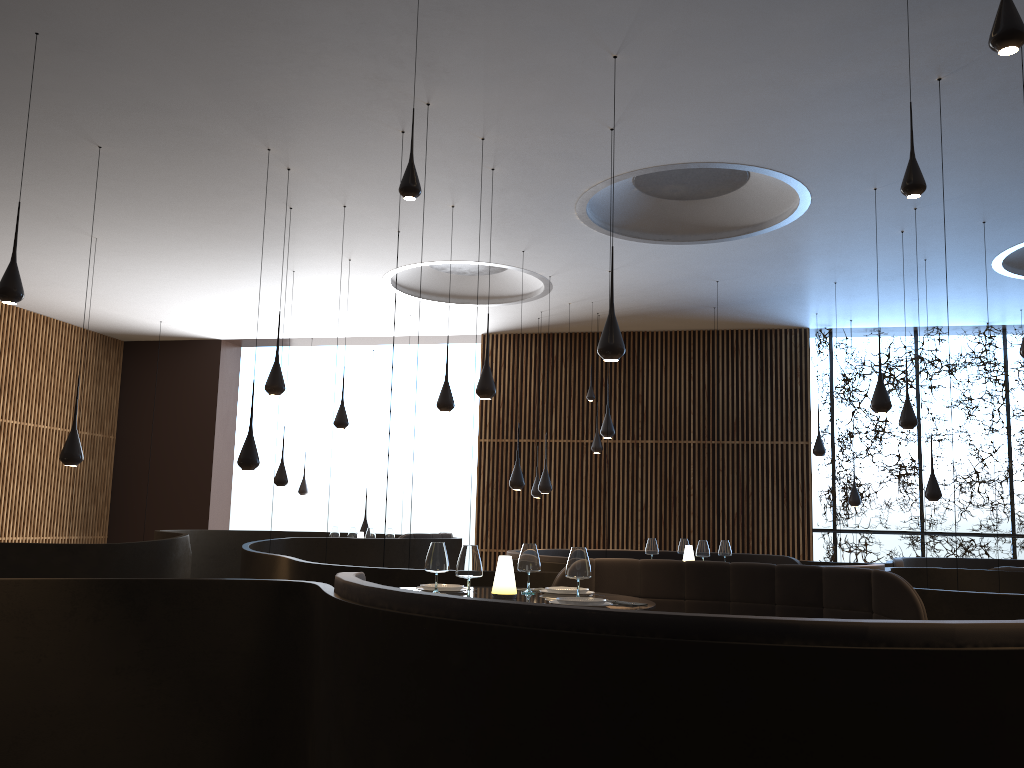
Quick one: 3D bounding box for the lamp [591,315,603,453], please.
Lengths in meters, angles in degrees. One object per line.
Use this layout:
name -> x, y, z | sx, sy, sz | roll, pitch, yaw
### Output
lamp -> 1.373, -0.006, 14.156 | 0.196, 2.216, 0.196 | -4, -9, 37

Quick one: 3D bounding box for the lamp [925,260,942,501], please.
lamp -> 5.055, -0.068, 10.739 | 0.196, 2.951, 0.196 | 1, -7, 7

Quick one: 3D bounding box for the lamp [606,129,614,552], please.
lamp -> 0.767, 0.928, 7.165 | 0.196, 6.255, 0.196 | 8, -10, -42

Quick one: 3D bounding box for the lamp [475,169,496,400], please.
lamp -> -0.213, -0.957, 8.354 | 0.196, 2.216, 0.196 | 1, -7, 7

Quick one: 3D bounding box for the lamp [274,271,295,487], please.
lamp -> -3.050, -0.090, 12.038 | 0.196, 2.951, 0.196 | 8, -10, -42

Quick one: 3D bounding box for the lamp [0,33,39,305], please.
lamp -> -3.012, -1.346, 5.464 | 0.153, 1.731, 0.153 | 5, -8, -22

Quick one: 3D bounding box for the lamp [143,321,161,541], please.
lamp -> -4.936, 2.239, 11.845 | 0.196, 6.255, 0.196 | -2, -8, 27

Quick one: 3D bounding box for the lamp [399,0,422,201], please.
lamp -> -0.571, -1.818, 5.226 | 0.133, 1.504, 0.133 | 1, -7, 7

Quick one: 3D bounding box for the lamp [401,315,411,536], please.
lamp -> -1.755, 1.962, 14.222 | 0.196, 6.255, 0.196 | 3, -8, -13

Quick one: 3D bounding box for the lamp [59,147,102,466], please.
lamp -> -3.867, -0.738, 8.042 | 0.196, 2.951, 0.196 | 8, -10, -42

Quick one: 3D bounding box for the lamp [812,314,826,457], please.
lamp -> 4.712, 0.008, 13.651 | 0.196, 2.216, 0.196 | 8, -10, -42

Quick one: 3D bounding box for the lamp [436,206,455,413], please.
lamp -> -0.665, -0.805, 9.382 | 0.196, 2.216, 0.196 | -1, -8, 17

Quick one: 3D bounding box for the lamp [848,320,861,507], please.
lamp -> 5.366, 0.445, 13.963 | 0.196, 2.951, 0.196 | 8, -10, -42

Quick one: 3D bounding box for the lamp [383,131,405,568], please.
lamp -> -1.037, 0.904, 7.329 | 0.196, 6.255, 0.196 | 2, -7, -3

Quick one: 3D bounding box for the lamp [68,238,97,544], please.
lamp -> -5.227, 1.004, 10.616 | 0.196, 6.255, 0.196 | -2, -8, 27

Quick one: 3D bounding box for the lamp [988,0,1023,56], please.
lamp -> 1.922, -2.020, 3.492 | 0.133, 1.504, 0.133 | 1, -7, 7

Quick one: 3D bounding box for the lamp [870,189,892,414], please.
lamp -> 3.543, -0.818, 8.576 | 0.196, 2.216, 0.196 | 8, -10, -42

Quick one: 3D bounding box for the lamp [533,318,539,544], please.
lamp -> 0.356, 2.017, 14.197 | 0.196, 6.255, 0.196 | -1, -8, 20

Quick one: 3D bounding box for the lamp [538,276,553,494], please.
lamp -> 0.480, -0.007, 11.945 | 0.196, 2.951, 0.196 | 6, -9, -32

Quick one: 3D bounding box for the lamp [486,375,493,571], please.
lamp -> -0.407, 2.729, 14.595 | 0.196, 6.255, 0.196 | 3, -8, -13

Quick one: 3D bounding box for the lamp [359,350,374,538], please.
lamp -> -2.211, 0.933, 13.713 | 0.196, 2.951, 0.196 | 6, -9, -32

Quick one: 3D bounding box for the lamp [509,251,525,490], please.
lamp -> 0.100, -0.189, 10.847 | 0.196, 2.951, 0.196 | 5, -8, -22

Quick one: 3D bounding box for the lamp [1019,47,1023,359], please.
lamp -> 3.428, -1.240, 5.878 | 0.196, 2.216, 0.196 | 8, -10, -42

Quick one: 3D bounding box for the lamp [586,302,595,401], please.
lamp -> 1.200, -0.493, 13.378 | 0.133, 1.504, 0.133 | 1, -7, 7

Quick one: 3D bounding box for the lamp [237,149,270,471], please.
lamp -> -2.283, -0.701, 7.994 | 0.196, 2.951, 0.196 | -1, -8, 17

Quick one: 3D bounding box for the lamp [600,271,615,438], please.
lamp -> 1.271, -0.396, 11.654 | 0.196, 2.216, 0.196 | 1, -7, 7

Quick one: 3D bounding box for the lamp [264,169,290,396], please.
lamp -> -2.202, -0.988, 8.484 | 0.196, 2.216, 0.196 | 8, -10, -42

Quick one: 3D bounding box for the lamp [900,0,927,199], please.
lamp -> 2.238, -1.780, 4.990 | 0.133, 1.504, 0.133 | 1, -7, 7

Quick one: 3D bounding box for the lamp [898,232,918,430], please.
lamp -> 4.341, -0.604, 9.782 | 0.196, 2.216, 0.196 | 8, -10, -42

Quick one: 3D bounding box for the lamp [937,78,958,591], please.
lamp -> 3.087, 0.838, 6.180 | 0.196, 6.255, 0.196 | 8, -10, -42

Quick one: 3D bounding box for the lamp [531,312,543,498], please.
lamp -> 0.429, 0.309, 13.972 | 0.196, 2.951, 0.196 | 2, -7, -3

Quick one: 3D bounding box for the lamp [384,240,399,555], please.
lamp -> -1.415, 1.313, 10.012 | 0.196, 6.255, 0.196 | -1, -8, 17

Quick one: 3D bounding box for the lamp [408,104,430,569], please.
lamp -> -0.767, 0.828, 6.801 | 0.196, 6.255, 0.196 | 2, -7, -3

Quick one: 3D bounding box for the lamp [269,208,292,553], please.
lamp -> -2.511, 1.174, 9.320 | 0.196, 6.255, 0.196 | 8, -10, -42

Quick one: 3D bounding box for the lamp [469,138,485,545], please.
lamp -> -0.343, 0.938, 7.425 | 0.196, 6.255, 0.196 | -4, -9, 37

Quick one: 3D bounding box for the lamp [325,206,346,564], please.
lamp -> -1.901, 1.175, 9.218 | 0.196, 6.255, 0.196 | -1, -8, 17

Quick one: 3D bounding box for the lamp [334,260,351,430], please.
lamp -> -2.152, -0.522, 11.456 | 0.196, 2.216, 0.196 | 8, -10, -42

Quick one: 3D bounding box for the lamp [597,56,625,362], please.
lamp -> 0.714, -1.260, 6.253 | 0.196, 2.216, 0.196 | 6, -9, -32

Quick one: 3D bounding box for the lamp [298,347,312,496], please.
lamp -> -3.831, 0.605, 16.622 | 0.196, 2.951, 0.196 | -4, -9, 37
